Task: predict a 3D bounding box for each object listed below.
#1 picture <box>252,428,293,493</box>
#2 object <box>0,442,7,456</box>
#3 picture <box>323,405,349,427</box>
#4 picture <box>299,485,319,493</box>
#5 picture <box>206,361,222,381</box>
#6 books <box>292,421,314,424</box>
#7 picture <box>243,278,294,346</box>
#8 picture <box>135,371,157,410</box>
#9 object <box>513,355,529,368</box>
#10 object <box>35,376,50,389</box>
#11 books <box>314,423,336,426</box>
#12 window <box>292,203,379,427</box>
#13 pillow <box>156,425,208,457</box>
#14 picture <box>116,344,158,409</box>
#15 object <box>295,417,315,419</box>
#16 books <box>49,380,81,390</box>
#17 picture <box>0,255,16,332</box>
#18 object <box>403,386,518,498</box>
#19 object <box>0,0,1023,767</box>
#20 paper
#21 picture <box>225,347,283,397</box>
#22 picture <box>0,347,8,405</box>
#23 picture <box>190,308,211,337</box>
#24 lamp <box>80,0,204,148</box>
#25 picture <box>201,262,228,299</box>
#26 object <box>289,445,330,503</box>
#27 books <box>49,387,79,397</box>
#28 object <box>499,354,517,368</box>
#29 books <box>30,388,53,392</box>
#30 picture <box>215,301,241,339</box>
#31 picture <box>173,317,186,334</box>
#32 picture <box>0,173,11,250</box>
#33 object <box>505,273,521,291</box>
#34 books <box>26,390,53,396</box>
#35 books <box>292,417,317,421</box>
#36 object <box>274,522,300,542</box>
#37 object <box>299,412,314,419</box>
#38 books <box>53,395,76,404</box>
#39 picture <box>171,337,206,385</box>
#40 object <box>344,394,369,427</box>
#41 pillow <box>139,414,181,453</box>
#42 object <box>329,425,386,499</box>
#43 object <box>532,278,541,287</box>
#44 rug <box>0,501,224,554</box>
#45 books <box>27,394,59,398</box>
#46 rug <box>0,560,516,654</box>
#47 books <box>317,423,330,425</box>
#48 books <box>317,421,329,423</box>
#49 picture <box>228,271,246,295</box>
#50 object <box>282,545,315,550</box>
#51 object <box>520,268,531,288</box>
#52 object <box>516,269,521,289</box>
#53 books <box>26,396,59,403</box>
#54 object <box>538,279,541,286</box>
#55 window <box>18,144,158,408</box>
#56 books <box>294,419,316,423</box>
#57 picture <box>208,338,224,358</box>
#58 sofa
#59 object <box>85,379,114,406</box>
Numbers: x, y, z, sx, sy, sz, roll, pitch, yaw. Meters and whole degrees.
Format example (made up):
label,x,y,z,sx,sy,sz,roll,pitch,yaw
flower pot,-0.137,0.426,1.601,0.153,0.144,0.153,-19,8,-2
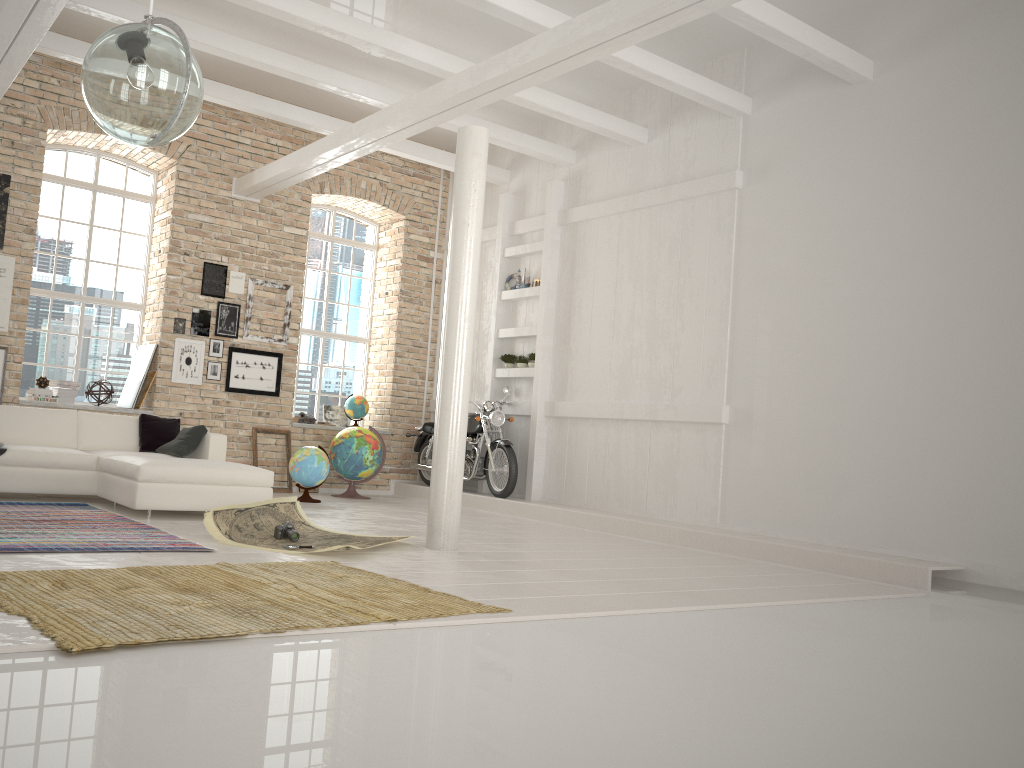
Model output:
label,x,y,z,sx,sy,sz,roll,pitch,yaw
picture,-2.886,0.919,10.745,0.474,0.747,0.237,7,-5,-36
object,-4.659,0.667,7.294,0.837,0.464,0.827,8,-5,-39
picture,-2.388,0.444,12.107,0.368,0.292,0.072,7,-5,-36
picture,-2.533,1.175,11.102,0.251,0.350,0.102,7,-5,-36
picture,-3.492,-0.152,10.453,0.165,0.213,0.012,7,-5,-36
books,-2.667,0.500,11.386,0.239,0.025,0.215,7,-5,-36
picture,-2.960,-0.875,10.833,0.566,0.748,0.027,7,-5,-35
picture,-4.194,0.076,10.139,0.162,0.460,0.386,7,-5,-39
object,0.122,-0.266,10.693,0.239,0.158,0.216,1,-5,45
object,-5.050,-0.015,9.592,0.139,0.137,0.146,5,-4,-10
books,-2.382,0.521,11.339,0.213,0.022,0.187,8,-5,-37
window,1.221,-0.947,7.366,1.340,2.987,12.183,7,-5,-38
pillow,-3.088,0.520,8.344,0.445,0.305,0.318,1,-5,43
picture,-4.310,-0.084,10.262,0.230,0.763,0.626,7,-5,-38
object,-2.653,0.428,11.390,0.200,0.021,0.169,8,-5,-37
books,-4.997,0.004,9.936,0.244,0.085,0.285,2,-5,33
picture,-5.404,-0.951,9.071,0.553,0.784,0.039,7,-5,-36
object,-0.589,0.660,10.939,0.761,1.328,2.316,8,-5,-42
object,-1.532,-1.348,5.416,9.496,4.796,12.628,7,-5,-37
paper,-1.344,0.981,6.268,1.107,0.265,1.406,3,-4,17
picture,-3.100,-0.142,10.727,0.669,0.535,0.033,7,-5,-36
picture,-5.428,-0.031,9.047,0.486,0.756,0.013,7,-4,-36
picture,-3.617,-0.714,10.365,0.215,0.306,0.015,7,-5,-36
lamp,-1.518,-1.780,3.795,0.479,1.598,0.525,6,-4,-23
picture,-3.490,-1.215,10.459,0.277,0.394,0.020,7,-5,-36
object,-2.217,0.976,9.728,0.453,0.631,0.442,4,-4,3
books,-5.001,0.090,9.942,0.222,0.088,0.339,8,-5,-42
object,-0.047,-0.278,10.875,0.242,0.180,0.240,3,-4,23
books,-5.039,0.062,9.533,0.188,0.030,0.172,1,-5,42
picture,-3.360,-0.755,10.544,0.274,0.409,0.011,7,-4,-36
picture,-3.812,-0.667,10.225,0.126,0.178,0.009,6,-4,-30
picture,-5.451,-1.804,9.070,0.552,0.783,0.039,7,-5,-36
object,0.009,-1.257,11.037,0.250,0.229,0.066,1,-5,43
books,-5.047,0.096,9.528,0.207,0.040,0.190,2,-5,39
books,-2.660,0.450,11.399,0.241,0.026,0.217,8,-5,-42
object,-1.561,1.030,6.226,0.139,0.124,0.180,7,-5,-37
object,-2.637,0.414,11.425,0.095,0.090,0.473,4,-4,1
books,-5.006,0.172,9.935,0.224,0.088,0.336,7,-5,-33
picture,-3.728,-0.258,10.278,0.343,0.513,0.014,7,-4,-36
object,-2.070,0.365,11.874,0.310,0.465,0.349,7,-4,-32
pillow,-3.415,0.496,8.654,0.400,0.390,0.258,7,-5,-36
object,-1.915,0.955,10.877,0.694,0.924,0.617,2,-4,28
object,0.294,-1.204,10.646,0.102,0.120,0.112,6,-4,-20
rug,-3.148,0.959,6.106,1.318,0.008,2.858,8,-5,-39
books,-5.017,0.129,9.533,0.253,0.024,0.233,8,-5,-40
rug,-1.283,0.969,4.168,2.054,0.021,1.641,8,-5,-43
books,-2.392,0.503,11.341,0.143,0.014,0.099,2,-5,35
books,-2.400,0.490,11.345,0.108,0.013,0.125,3,-4,28
picture,-3.276,-1.207,10.619,0.182,0.259,0.013,7,-5,-36
object,-1.385,1.068,5.834,0.213,0.019,0.104,8,-5,-41
object,0.167,-1.279,10.757,0.061,0.261,0.245,6,-4,-25
object,0.081,-1.279,10.914,0.069,0.267,0.066,4,-4,7
books,-5.021,0.165,9.529,0.258,0.048,0.233,8,-5,-40
object,0.368,-1.188,10.549,0.109,0.088,0.104,4,-4,4
window,-1.191,-1.262,5.624,1.340,2.987,12.183,7,-5,-38
books,-2.668,0.475,11.391,0.238,0.029,0.216,8,-5,-38
picture,-3.473,-0.419,10.470,0.165,0.213,0.012,7,-5,-36
sofa,-3.896,0.606,7.386,3.073,0.841,2.313,7,-5,-37
object,-4.566,0.095,9.872,0.328,0.307,0.285,1,-5,44
